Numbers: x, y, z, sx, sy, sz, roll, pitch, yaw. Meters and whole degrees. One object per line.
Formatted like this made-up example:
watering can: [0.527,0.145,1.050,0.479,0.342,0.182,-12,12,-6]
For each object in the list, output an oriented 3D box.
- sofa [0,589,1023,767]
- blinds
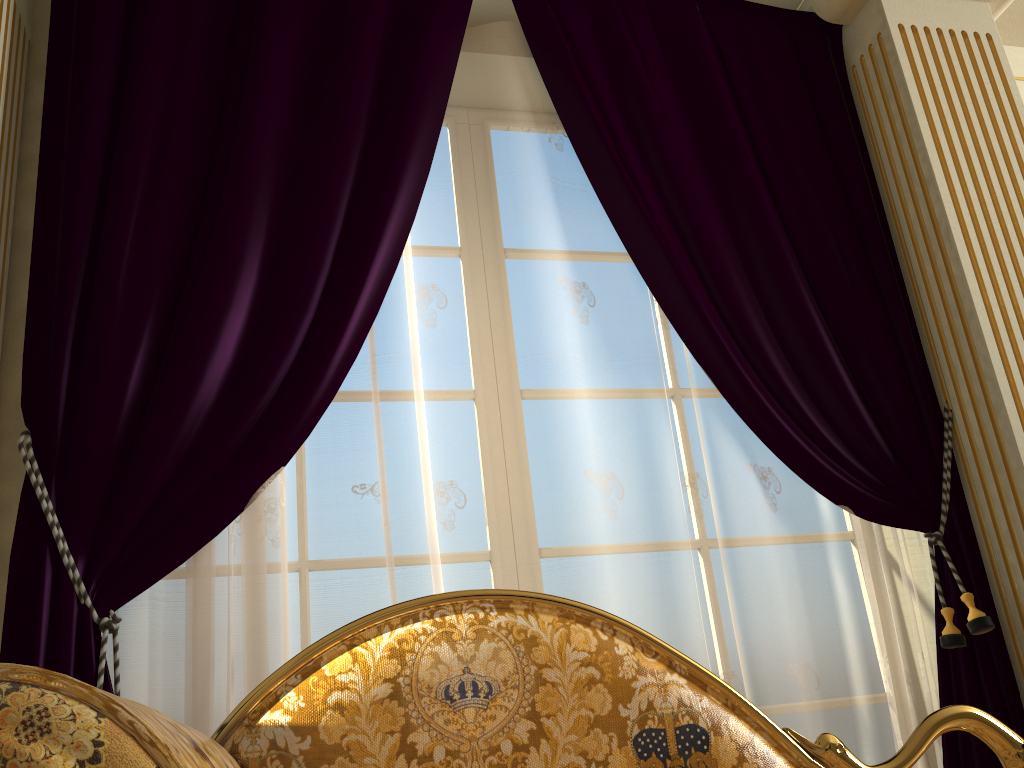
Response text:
sofa: [0.432,0.553,0.885,1.892,0.852,0.709,-1,-21,-14]
blinds: [0.056,0.127,2.035,2.234,2.595,0.347,-1,-20,-14]
